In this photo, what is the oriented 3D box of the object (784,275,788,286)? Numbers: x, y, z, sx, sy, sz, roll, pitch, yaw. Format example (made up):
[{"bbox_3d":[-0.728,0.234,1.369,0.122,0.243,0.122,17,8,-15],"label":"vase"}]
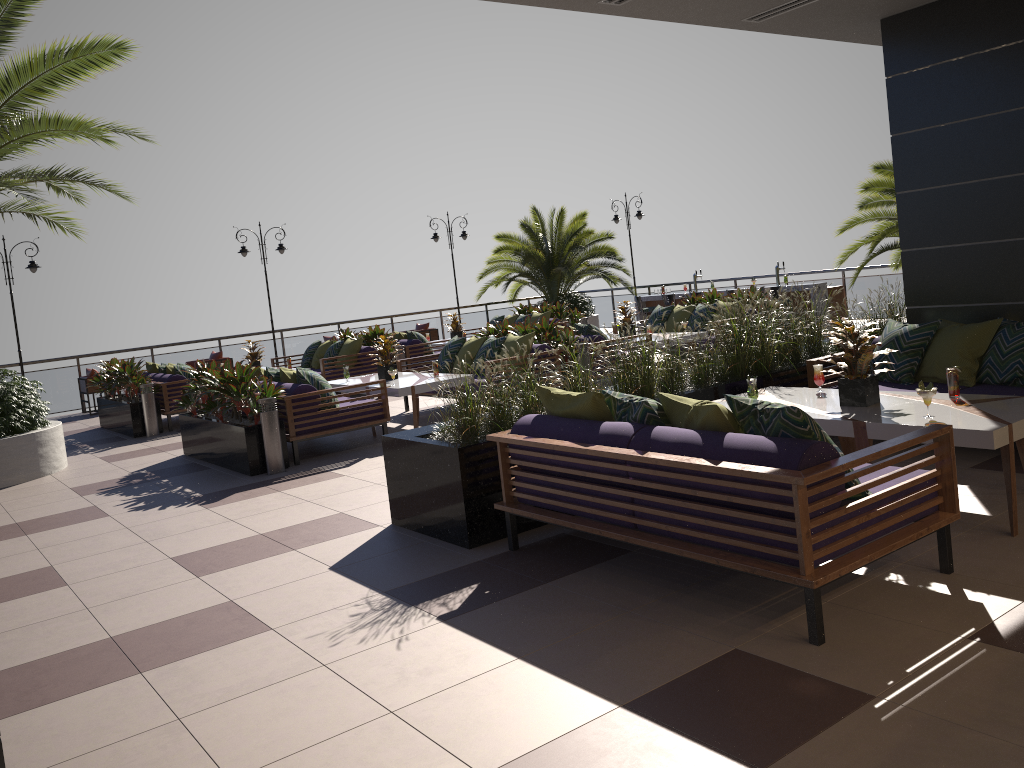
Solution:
[{"bbox_3d":[4.838,-1.834,15.636,0.069,0.197,0.082,-6,4,1],"label":"object"}]

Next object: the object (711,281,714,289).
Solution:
[{"bbox_3d":[3.852,-1.890,17.011,0.068,0.210,0.069,-4,4,37],"label":"object"}]

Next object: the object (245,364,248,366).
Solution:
[{"bbox_3d":[-3.905,-0.209,13.137,0.082,0.197,0.069,-6,4,6],"label":"object"}]

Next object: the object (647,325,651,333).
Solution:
[{"bbox_3d":[1.831,-0.688,11.779,0.068,0.180,0.069,-3,5,42],"label":"object"}]

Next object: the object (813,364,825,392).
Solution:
[{"bbox_3d":[2.074,-0.038,5.976,0.068,0.180,0.069,-4,5,37],"label":"object"}]

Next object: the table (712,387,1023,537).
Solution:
[{"bbox_3d":[2.130,0.396,5.374,0.945,0.551,2.037,-10,8,-35],"label":"table"}]

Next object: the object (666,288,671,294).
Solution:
[{"bbox_3d":[3.289,-1.908,18.588,0.105,0.208,0.106,-4,4,30],"label":"object"}]

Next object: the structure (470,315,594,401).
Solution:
[{"bbox_3d":[0.159,-0.295,11.386,0.704,1.168,2.420,-9,6,-33],"label":"structure"}]

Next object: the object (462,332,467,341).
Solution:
[{"bbox_3d":[-0.828,-0.820,15.434,0.067,0.189,0.085,-7,4,-5],"label":"object"}]

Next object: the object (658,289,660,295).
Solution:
[{"bbox_3d":[3.147,-1.915,18.791,0.105,0.208,0.106,-4,4,30],"label":"object"}]

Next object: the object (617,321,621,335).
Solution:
[{"bbox_3d":[1.612,-0.840,13.227,0.082,0.197,0.069,-6,4,6],"label":"object"}]

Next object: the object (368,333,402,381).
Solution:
[{"bbox_3d":[-1.445,-0.313,10.232,0.426,0.524,0.431,-8,5,-18],"label":"object"}]

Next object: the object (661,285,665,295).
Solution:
[{"bbox_3d":[3.087,-1.917,18.069,0.067,0.189,0.085,-7,4,-10],"label":"object"}]

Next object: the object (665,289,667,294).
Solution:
[{"bbox_3d":[3.195,-1.891,18.534,0.105,0.208,0.106,-4,4,30],"label":"object"}]

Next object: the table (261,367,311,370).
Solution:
[{"bbox_3d":[-3.974,0.087,13.901,0.945,0.551,2.037,-10,8,-35],"label":"table"}]

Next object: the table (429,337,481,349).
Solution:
[{"bbox_3d":[-0.916,-0.515,16.115,0.946,0.551,2.037,-10,8,-35],"label":"table"}]

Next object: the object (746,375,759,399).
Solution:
[{"bbox_3d":[1.537,0.045,5.655,0.068,0.210,0.069,-4,4,37],"label":"object"}]

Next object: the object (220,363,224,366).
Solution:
[{"bbox_3d":[-4.642,-0.242,14.196,0.069,0.180,0.069,-7,4,-3],"label":"object"}]

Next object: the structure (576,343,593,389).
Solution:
[{"bbox_3d":[0.867,-0.129,10.447,0.181,0.698,0.100,-9,4,-35],"label":"structure"}]

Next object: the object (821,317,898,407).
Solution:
[{"bbox_3d":[2.063,-0.136,5.339,0.426,0.524,0.430,-8,5,-23],"label":"object"}]

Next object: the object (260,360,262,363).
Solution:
[{"bbox_3d":[-4.160,-0.349,14.577,0.106,0.196,0.106,-7,4,-2],"label":"object"}]

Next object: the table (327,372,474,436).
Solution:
[{"bbox_3d":[-1.364,0.217,10.276,0.945,0.551,2.037,-10,8,-35],"label":"table"}]

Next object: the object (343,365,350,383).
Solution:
[{"bbox_3d":[-1.963,-0.127,10.495,0.068,0.210,0.069,-3,5,42],"label":"object"}]

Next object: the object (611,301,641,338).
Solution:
[{"bbox_3d":[1.606,-0.912,12.435,0.431,0.524,0.425,-8,5,-23],"label":"object"}]

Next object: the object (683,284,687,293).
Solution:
[{"bbox_3d":[3.443,-1.895,17.582,0.068,0.180,0.069,-5,4,27],"label":"object"}]

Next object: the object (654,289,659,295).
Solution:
[{"bbox_3d":[3.059,-1.897,18.718,0.105,0.208,0.106,-4,4,30],"label":"object"}]

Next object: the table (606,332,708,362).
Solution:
[{"bbox_3d":[1.694,-0.385,12.490,0.946,0.551,2.037,-10,8,-35],"label":"table"}]

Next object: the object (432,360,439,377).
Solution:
[{"bbox_3d":[-0.857,-0.174,9.926,0.067,0.189,0.085,-7,4,-5],"label":"object"}]

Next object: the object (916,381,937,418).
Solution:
[{"bbox_3d":[2.226,0.081,4.743,0.106,0.196,0.106,-7,4,-7],"label":"object"}]

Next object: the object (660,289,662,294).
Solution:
[{"bbox_3d":[3.180,-1.903,18.657,0.105,0.208,0.106,-4,4,30],"label":"object"}]

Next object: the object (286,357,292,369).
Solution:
[{"bbox_3d":[-3.423,-0.314,13.599,0.067,0.189,0.085,-7,4,-5],"label":"object"}]

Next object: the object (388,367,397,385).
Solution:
[{"bbox_3d":[-1.290,-0.091,9.603,0.106,0.196,0.106,-7,4,-2],"label":"object"}]

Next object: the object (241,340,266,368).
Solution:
[{"bbox_3d":[-4.051,-0.441,13.843,0.430,0.524,0.426,-7,5,-3],"label":"object"}]

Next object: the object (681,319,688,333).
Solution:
[{"bbox_3d":[2.373,-0.800,12.151,0.106,0.196,0.106,-7,4,-2],"label":"object"}]

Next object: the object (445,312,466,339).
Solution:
[{"bbox_3d":[-1.041,-1.042,16.093,0.425,0.524,0.431,-7,5,-8],"label":"object"}]

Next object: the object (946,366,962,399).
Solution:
[{"bbox_3d":[2.594,-0.009,5.192,0.067,0.189,0.085,-7,4,-10],"label":"object"}]

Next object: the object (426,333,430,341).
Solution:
[{"bbox_3d":[-1.556,-0.845,16.390,0.068,0.180,0.069,-3,5,42],"label":"object"}]
